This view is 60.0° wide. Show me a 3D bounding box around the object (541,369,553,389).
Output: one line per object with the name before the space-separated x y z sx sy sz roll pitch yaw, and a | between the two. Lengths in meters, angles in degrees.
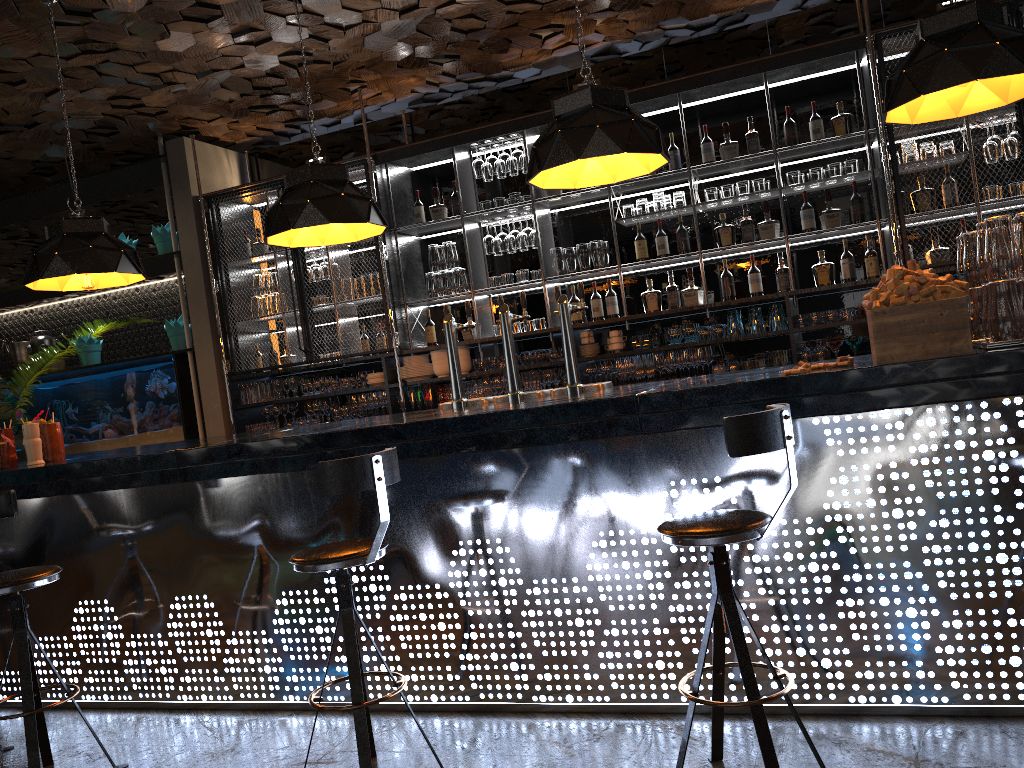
object | 0.267 0.006 6.404 0.092 0.218 0.092 -8 1 -19

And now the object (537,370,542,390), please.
object | 0.192 0.011 6.485 0.071 0.226 0.071 -8 1 -8

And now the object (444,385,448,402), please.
object | -0.496 0.108 6.772 0.082 0.213 0.082 -8 1 13

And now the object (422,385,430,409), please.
object | -0.642 0.119 6.835 0.073 0.229 0.073 -8 1 9

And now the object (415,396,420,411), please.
object | -0.746 0.130 7.051 0.073 0.229 0.073 -8 1 9

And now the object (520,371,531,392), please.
object | 0.110 0.022 6.473 0.071 0.226 0.071 -8 1 -8

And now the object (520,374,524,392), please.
object | 0.086 0.027 6.738 0.084 0.216 0.084 -7 1 43

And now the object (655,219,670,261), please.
object | 1.061 -1.022 6.281 0.086 0.298 0.086 -8 1 -21

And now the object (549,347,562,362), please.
object | 0.308 -0.211 6.354 0.095 0.096 0.095 -8 1 -5

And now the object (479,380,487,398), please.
object | -0.228 0.073 6.669 0.082 0.213 0.082 -8 1 2

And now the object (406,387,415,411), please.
object | -0.770 0.136 6.864 0.073 0.229 0.073 -8 1 9

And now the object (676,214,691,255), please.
object | 1.192 -1.038 6.201 0.086 0.297 0.086 -8 1 -21

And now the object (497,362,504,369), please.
object | -0.080 -0.135 6.531 0.044 0.048 0.049 -8 1 -27

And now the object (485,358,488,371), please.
object | -0.206 -0.145 6.671 0.100 0.100 0.089 -8 1 -7

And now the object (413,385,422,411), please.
object | -0.709 0.128 6.787 0.073 0.229 0.073 -8 1 9

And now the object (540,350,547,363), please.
object | 0.213 -0.201 6.512 0.093 0.099 0.093 -8 1 -8

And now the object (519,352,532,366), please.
object | 0.103 -0.186 6.492 0.093 0.099 0.093 -7 1 37

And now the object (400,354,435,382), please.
object | -0.734 -0.124 6.869 0.306 0.195 0.300 -7 1 22

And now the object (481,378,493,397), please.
object | -0.180 0.066 6.550 0.084 0.216 0.084 -8 1 9

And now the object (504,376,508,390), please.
object | -0.009 0.043 6.484 0.084 0.216 0.084 -8 1 -27

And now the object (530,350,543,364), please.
object | 0.180 -0.196 6.413 0.093 0.099 0.093 -7 1 40

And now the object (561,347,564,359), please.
object | 0.399 -0.224 6.396 0.095 0.096 0.095 -7 1 45

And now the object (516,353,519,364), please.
object | 0.004 -0.173 6.534 0.109 0.100 0.109 -8 1 4

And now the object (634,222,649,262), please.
object | 0.917 -1.001 6.308 0.086 0.299 0.086 -8 1 -21

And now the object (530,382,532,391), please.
object | 0.138 0.017 6.552 0.071 0.226 0.071 -8 1 -8

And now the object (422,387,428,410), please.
object | -0.671 0.122 6.915 0.073 0.229 0.073 -8 1 9

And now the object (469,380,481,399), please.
object | -0.266 0.079 6.586 0.082 0.213 0.082 -8 1 -39

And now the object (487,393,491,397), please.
object | -0.196 0.067 6.752 0.082 0.213 0.082 -8 1 9

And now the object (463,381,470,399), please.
object | -0.351 0.090 6.620 0.082 0.213 0.082 -8 1 -36

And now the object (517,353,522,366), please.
object | 0.060 -0.183 6.682 0.109 0.100 0.109 -8 1 4

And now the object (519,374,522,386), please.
object | 0.037 0.035 6.613 0.084 0.216 0.084 -8 1 -27

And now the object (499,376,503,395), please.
object | -0.084 0.049 6.802 0.084 0.216 0.084 -8 1 -31

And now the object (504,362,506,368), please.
object | -0.062 -0.138 6.584 0.049 0.048 0.044 -8 1 -37

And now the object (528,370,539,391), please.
object | 0.164 0.016 6.410 0.071 0.226 0.071 -8 1 -8

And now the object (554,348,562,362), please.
object | 0.320 -0.214 6.460 0.095 0.096 0.095 -7 1 21

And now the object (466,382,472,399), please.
object | -0.318 0.085 6.702 0.082 0.213 0.082 -8 1 0

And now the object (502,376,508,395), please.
object | -0.045 0.046 6.638 0.084 0.216 0.084 -8 1 13

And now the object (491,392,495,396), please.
object | -0.163 0.062 6.834 0.082 0.213 0.082 -8 1 12

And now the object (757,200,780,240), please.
object | 1.727 -1.098 5.981 0.123 0.279 0.123 -7 1 34

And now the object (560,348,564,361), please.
object | 0.368 -0.222 6.620 0.095 0.096 0.095 -7 1 37

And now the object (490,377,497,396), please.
object | -0.128 0.057 6.674 0.084 0.216 0.084 -7 1 33

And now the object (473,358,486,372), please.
object | -0.239 -0.139 6.562 0.100 0.100 0.089 -7 1 25

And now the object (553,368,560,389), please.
object | 0.320 -0.002 6.499 0.092 0.218 0.092 -8 1 -19

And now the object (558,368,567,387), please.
object | 0.383 -0.010 6.419 0.071 0.217 0.071 -7 1 29

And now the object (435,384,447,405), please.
object | -0.530 0.114 6.689 0.082 0.213 0.082 -8 1 -40

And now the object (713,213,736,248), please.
object | 1.462 -1.048 6.096 0.151 0.248 0.094 -8 1 10

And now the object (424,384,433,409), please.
object | -0.620 0.117 6.748 0.073 0.229 0.073 -8 1 9

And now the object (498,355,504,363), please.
object | -0.101 -0.160 6.699 0.100 0.100 0.089 -8 1 -27

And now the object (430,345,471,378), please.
object | -0.460 -0.171 6.729 0.309 0.216 0.149 -8 1 18

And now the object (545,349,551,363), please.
object | 0.253 -0.208 6.605 0.093 0.099 0.093 -8 1 8

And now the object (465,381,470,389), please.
object | -0.348 0.086 6.902 0.082 0.213 0.082 -8 1 -39

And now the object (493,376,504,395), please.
object | -0.093 0.054 6.516 0.084 0.216 0.084 -7 1 36

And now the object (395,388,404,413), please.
object | -0.851 0.147 6.819 0.073 0.229 0.073 -8 1 9

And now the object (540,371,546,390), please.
object | 0.238 0.008 6.558 0.092 0.218 0.092 -8 1 -19

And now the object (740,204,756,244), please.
object | 1.603 -1.084 6.042 0.083 0.282 0.083 -7 1 21

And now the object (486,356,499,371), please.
object | -0.143 -0.153 6.585 0.100 0.100 0.089 -8 1 -33

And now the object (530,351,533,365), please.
object | 0.140 -0.192 6.594 0.093 0.099 0.093 -8 1 8

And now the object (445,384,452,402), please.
object | -0.447 0.103 6.657 0.082 0.213 0.082 -8 1 -40
